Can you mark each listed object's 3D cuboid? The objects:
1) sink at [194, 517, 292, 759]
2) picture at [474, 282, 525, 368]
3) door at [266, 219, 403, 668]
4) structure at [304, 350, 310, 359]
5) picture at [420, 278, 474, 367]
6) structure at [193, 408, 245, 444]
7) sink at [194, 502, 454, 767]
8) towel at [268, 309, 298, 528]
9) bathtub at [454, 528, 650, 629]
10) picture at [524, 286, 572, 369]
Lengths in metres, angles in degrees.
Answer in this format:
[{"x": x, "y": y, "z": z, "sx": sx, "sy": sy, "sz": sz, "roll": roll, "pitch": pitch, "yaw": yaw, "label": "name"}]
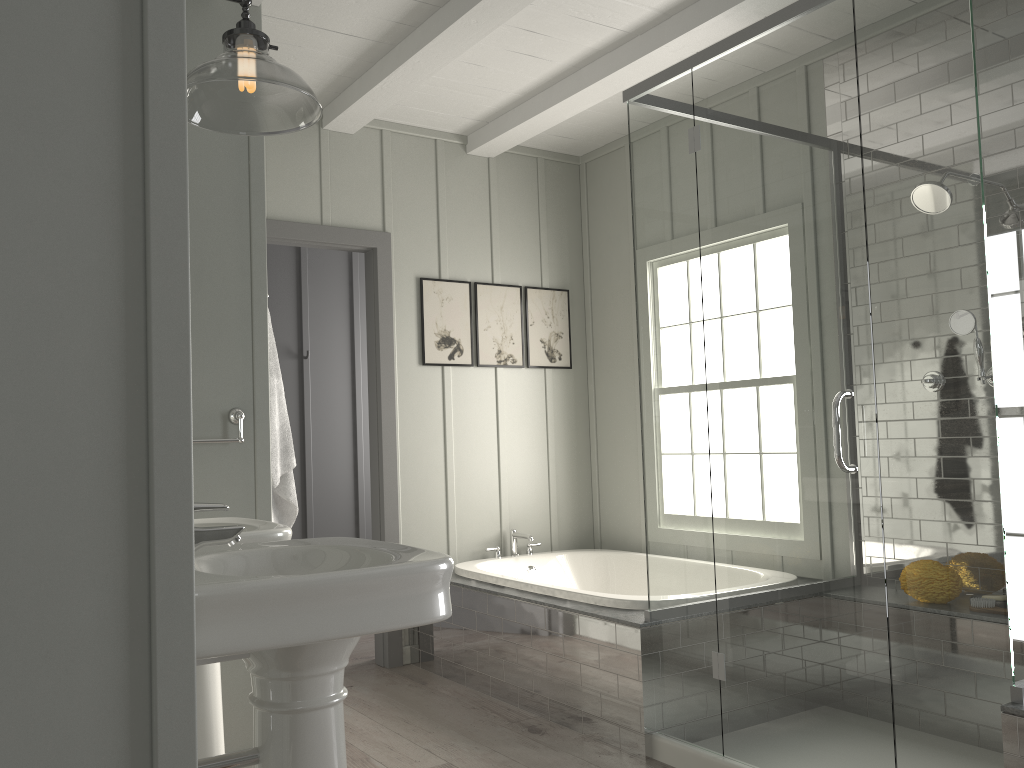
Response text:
[{"x": -0.909, "y": 0.781, "z": 2.365, "sx": 0.549, "sy": 1.013, "sz": 0.587, "roll": 0, "pitch": -4, "yaw": -33, "label": "sink"}, {"x": -0.068, "y": -0.322, "z": 4.868, "sx": 0.303, "sy": 0.461, "sz": 0.012, "roll": 0, "pitch": -4, "yaw": -33, "label": "picture"}, {"x": 0.533, "y": 0.085, "z": 1.409, "sx": 4.129, "sy": 2.195, "sz": 8.027, "roll": 1, "pitch": -4, "yaw": -34, "label": "door"}, {"x": -1.329, "y": -0.182, "z": 5.672, "sx": 0.019, "sy": 0.051, "sz": 0.140, "roll": 0, "pitch": -4, "yaw": -34, "label": "structure"}, {"x": -0.344, "y": -0.325, "z": 4.692, "sx": 0.303, "sy": 0.461, "sz": 0.012, "roll": 0, "pitch": -4, "yaw": -33, "label": "picture"}, {"x": -1.152, "y": 0.140, "z": 2.869, "sx": 0.584, "sy": 0.123, "sz": 0.056, "roll": 1, "pitch": -4, "yaw": -33, "label": "structure"}, {"x": -0.439, "y": 0.721, "z": 1.674, "sx": 0.549, "sy": 1.013, "sz": 0.587, "roll": 0, "pitch": -4, "yaw": -33, "label": "sink"}, {"x": -0.877, "y": 0.273, "z": 3.286, "sx": 0.157, "sy": 1.203, "sz": 0.328, "roll": 0, "pitch": -3, "yaw": -29, "label": "towel"}, {"x": 0.448, "y": 0.971, "z": 4.129, "sx": 1.016, "sy": 0.490, "sz": 1.610, "roll": 1, "pitch": -4, "yaw": -34, "label": "bathtub"}, {"x": 0.209, "y": -0.318, "z": 5.045, "sx": 0.303, "sy": 0.461, "sz": 0.012, "roll": 0, "pitch": -4, "yaw": -33, "label": "picture"}]
